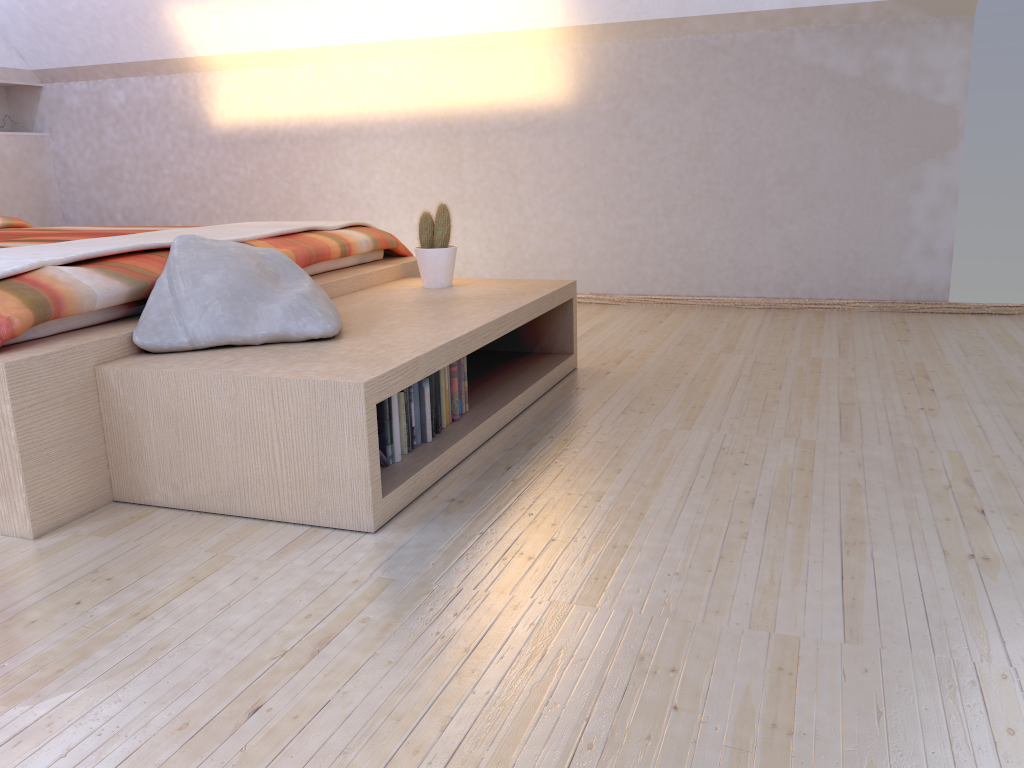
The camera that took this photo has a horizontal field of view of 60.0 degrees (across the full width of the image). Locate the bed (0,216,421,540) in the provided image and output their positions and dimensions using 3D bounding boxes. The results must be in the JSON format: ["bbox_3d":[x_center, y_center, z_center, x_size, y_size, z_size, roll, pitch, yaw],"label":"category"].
[{"bbox_3d":[-2.057,-0.483,3.012,3.009,0.994,2.087,3,15,19],"label":"bed"}]

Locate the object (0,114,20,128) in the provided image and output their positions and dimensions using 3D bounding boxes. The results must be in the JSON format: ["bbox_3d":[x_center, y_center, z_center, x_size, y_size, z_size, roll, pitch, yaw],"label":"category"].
[{"bbox_3d":[-3.093,-1.496,4.930,0.085,0.193,0.905,3,15,20],"label":"object"}]

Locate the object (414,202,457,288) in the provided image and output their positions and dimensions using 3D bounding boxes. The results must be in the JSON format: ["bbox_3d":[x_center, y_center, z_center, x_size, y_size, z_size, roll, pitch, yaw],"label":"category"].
[{"bbox_3d":[-0.253,-0.462,2.939,0.144,0.294,0.144,12,19,43],"label":"object"}]

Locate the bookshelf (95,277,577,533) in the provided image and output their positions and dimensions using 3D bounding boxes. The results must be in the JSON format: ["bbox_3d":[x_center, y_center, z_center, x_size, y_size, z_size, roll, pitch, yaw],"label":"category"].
[{"bbox_3d":[-0.327,-0.049,2.488,0.643,0.303,1.495,3,15,19],"label":"bookshelf"}]

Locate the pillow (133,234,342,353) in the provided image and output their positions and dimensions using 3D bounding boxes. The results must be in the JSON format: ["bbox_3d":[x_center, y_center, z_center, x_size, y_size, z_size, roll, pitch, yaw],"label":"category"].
[{"bbox_3d":[-0.676,-0.244,2.217,0.470,0.241,0.498,-5,14,-15],"label":"pillow"}]

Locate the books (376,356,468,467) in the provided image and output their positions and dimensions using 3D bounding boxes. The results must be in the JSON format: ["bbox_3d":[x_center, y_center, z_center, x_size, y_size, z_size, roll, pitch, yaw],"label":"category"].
[{"bbox_3d":[-0.286,0.052,2.082,0.157,0.193,0.652,3,15,19],"label":"books"}]
